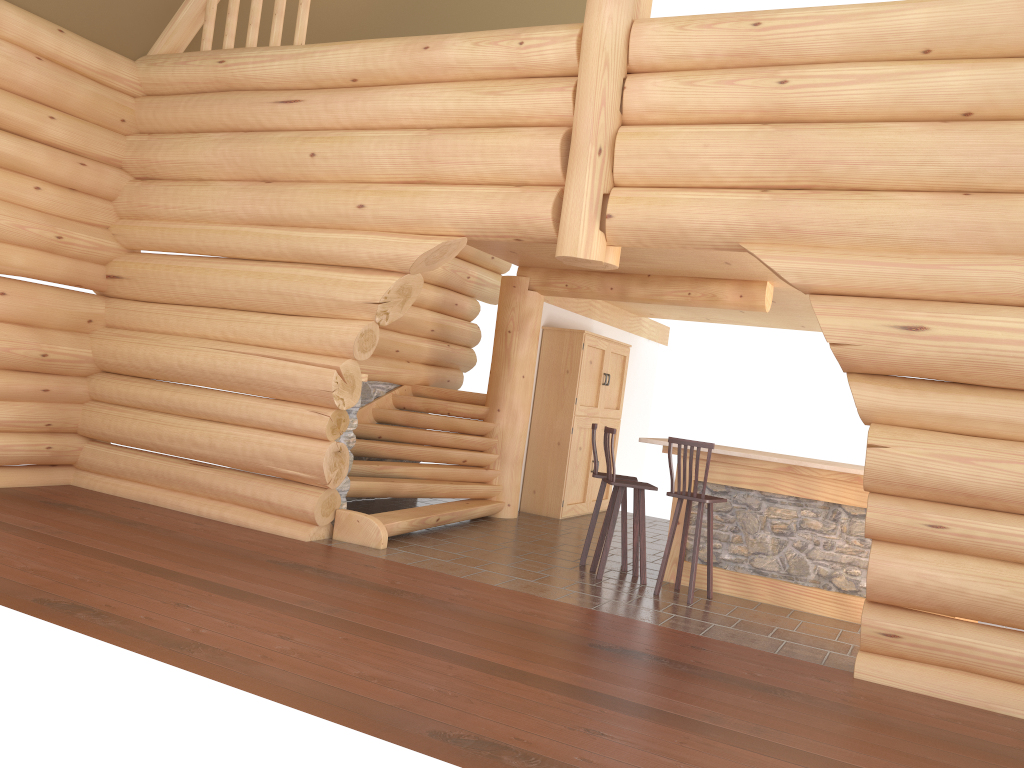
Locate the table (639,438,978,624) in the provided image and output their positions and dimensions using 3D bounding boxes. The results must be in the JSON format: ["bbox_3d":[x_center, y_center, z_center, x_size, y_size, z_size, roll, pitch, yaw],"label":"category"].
[{"bbox_3d":[2.763,1.329,7.883,3.220,1.257,1.196,7,0,26],"label":"table"}]

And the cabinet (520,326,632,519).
[{"bbox_3d":[0.923,0.541,12.127,0.670,2.403,1.847,7,0,26],"label":"cabinet"}]

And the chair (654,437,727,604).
[{"bbox_3d":[1.513,1.131,7.455,0.406,1.319,0.504,7,-1,36],"label":"chair"}]

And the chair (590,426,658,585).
[{"bbox_3d":[1.000,1.068,7.907,0.504,1.319,0.406,7,0,-5],"label":"chair"}]

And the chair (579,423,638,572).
[{"bbox_3d":[0.927,1.062,8.423,0.504,1.319,0.406,7,0,6],"label":"chair"}]

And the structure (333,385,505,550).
[{"bbox_3d":[-1.326,0.622,9.809,1.951,1.643,3.604,7,0,20],"label":"structure"}]
